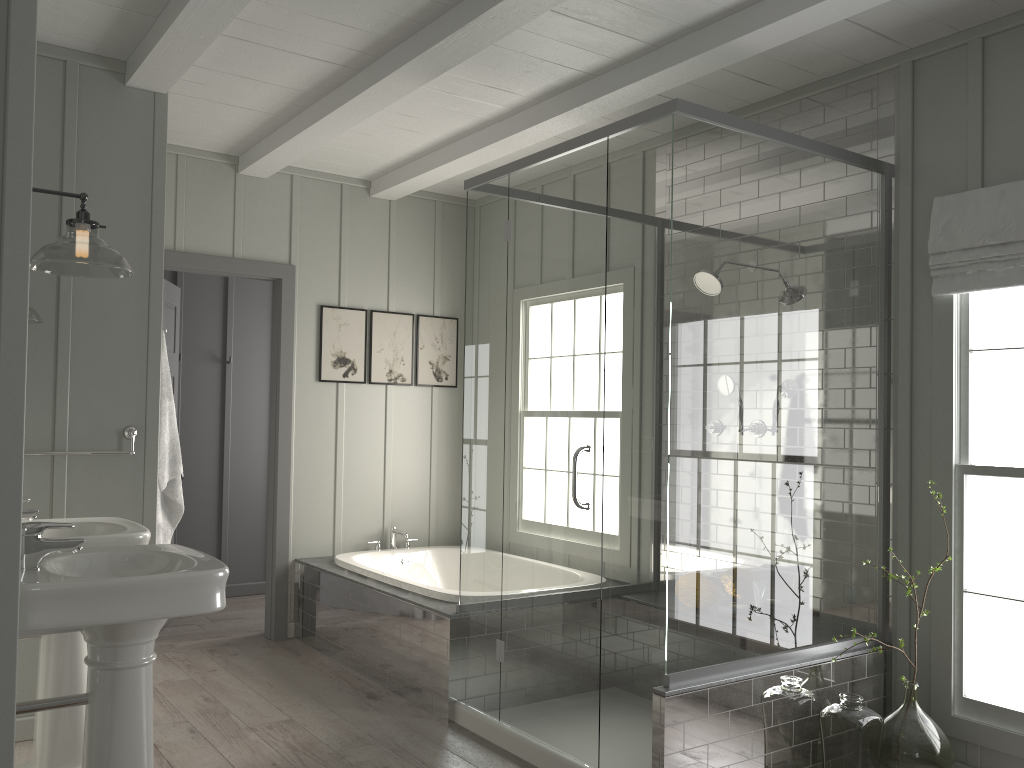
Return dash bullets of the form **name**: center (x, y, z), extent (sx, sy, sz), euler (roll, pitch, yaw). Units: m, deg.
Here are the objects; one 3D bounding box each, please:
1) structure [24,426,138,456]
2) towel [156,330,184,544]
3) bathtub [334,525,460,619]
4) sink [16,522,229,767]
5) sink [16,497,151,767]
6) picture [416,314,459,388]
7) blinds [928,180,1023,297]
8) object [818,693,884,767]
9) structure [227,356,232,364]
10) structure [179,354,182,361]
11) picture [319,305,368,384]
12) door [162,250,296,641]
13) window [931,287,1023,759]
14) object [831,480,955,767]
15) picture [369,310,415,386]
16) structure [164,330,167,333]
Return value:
- **structure**: center (-1.815, 0.228, 3.562), extent (0.583, 0.123, 0.056), euler (3, -2, -34)
- **towel**: center (-1.557, 0.365, 3.989), extent (0.157, 1.204, 0.328), euler (2, -2, -30)
- **bathtub**: center (-0.294, 1.110, 4.885), extent (1.016, 0.490, 1.610), euler (3, -3, -35)
- **sink**: center (-1.106, 0.874, 2.399), extent (0.549, 1.013, 0.588), euler (2, -2, -35)
- **sink**: center (-1.594, 0.893, 3.080), extent (0.549, 1.013, 0.588), euler (2, -2, -35)
- **picture**: center (-0.486, -0.211, 5.762), extent (0.303, 0.461, 0.012), euler (2, -2, -34)
- **blinds**: center (1.884, -0.530, 2.890), extent (0.070, 0.380, 1.063), euler (2, -2, -36)
- **object**: center (1.186, 1.274, 3.093), extent (0.158, 0.361, 0.168), euler (2, -2, -37)
- **structure**: center (-2.041, -0.169, 6.353), extent (0.019, 0.051, 0.140), euler (2, -2, -36)
- **structure**: center (-2.324, -0.183, 6.153), extent (0.019, 0.051, 0.140), euler (2, -2, -36)
- **picture**: center (-1.028, -0.237, 5.395), extent (0.303, 0.461, 0.012), euler (2, -2, -34)
- **door**: center (-0.097, 0.294, 2.143), extent (4.127, 2.195, 8.028), euler (3, -3, -35)
- **window**: center (1.933, 0.308, 2.905), extent (0.087, 1.949, 1.089), euler (2, -2, -36)
- **object**: center (1.342, 0.898, 3.111), extent (0.499, 1.116, 0.284), euler (2, -2, -36)
- **picture**: center (-0.757, -0.224, 5.578), extent (0.303, 0.461, 0.012), euler (2, -2, -34)
- **structure**: center (-1.589, -0.234, 3.966), extent (0.077, 0.056, 0.058), euler (3, -2, -35)
